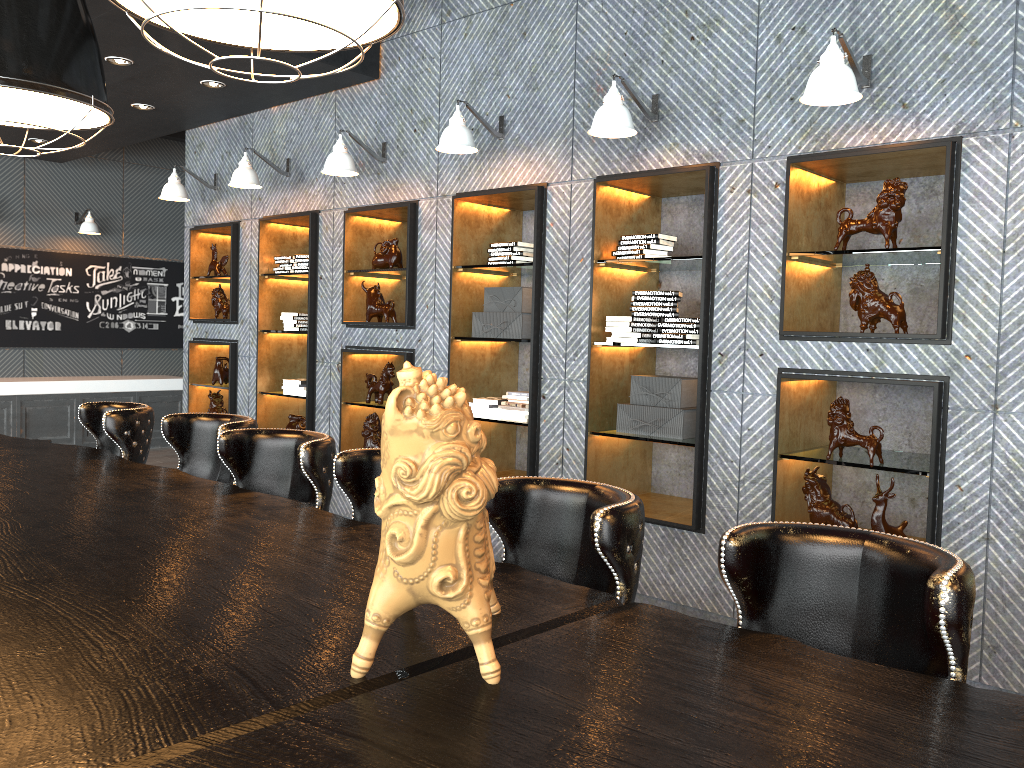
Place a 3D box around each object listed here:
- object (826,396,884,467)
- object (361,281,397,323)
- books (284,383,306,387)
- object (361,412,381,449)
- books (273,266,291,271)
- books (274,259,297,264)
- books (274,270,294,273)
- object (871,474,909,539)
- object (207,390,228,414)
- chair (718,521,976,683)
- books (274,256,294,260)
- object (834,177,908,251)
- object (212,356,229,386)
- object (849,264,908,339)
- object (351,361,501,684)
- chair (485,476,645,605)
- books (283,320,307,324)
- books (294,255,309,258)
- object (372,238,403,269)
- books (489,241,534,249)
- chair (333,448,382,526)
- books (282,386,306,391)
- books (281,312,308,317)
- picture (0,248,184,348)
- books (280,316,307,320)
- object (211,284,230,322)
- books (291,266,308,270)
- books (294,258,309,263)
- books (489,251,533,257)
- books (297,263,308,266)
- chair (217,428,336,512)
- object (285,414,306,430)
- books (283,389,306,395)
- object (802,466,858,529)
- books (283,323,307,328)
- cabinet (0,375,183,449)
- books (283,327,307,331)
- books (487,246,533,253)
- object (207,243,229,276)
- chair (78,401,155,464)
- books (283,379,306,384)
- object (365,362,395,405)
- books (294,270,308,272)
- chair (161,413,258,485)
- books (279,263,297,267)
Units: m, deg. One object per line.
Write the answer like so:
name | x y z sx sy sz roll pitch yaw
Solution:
object | 1.526 0.207 3.949 0.135 0.294 0.257 -1 4 -40
object | -0.918 -0.565 6.185 0.154 0.309 0.324 -1 4 -43
books | -1.657 0.006 7.014 0.175 0.024 0.243 4 4 33
object | -0.928 0.397 6.198 0.177 0.387 0.338 -1 4 -40
books | -1.766 -0.912 7.064 0.193 0.028 0.245 -1 4 -36
books | -1.742 -0.967 7.055 0.193 0.028 0.245 -1 5 -43
books | -1.745 -0.883 7.059 0.193 0.028 0.245 -1 5 -44
object | 1.679 0.583 3.937 0.198 0.358 0.116 1 3 -18
object | -2.531 0.238 7.696 0.269 0.362 0.170 4 4 35
chair | 0.589 0.865 1.747 0.504 1.092 0.568 4 4 44
books | -1.740 -0.995 7.053 0.245 0.028 0.193 4 4 39
object | 1.595 -0.752 3.945 0.292 0.325 0.152 4 4 40
object | -2.503 -0.117 7.728 0.126 0.249 0.253 3 3 17
object | 1.622 -0.365 3.922 0.159 0.337 0.242 -1 4 -43
object | -0.121 0.226 1.625 0.249 0.545 0.475 2 3 5
chair | 0.040 0.818 2.273 0.568 1.092 0.504 -1 4 -40
books | -1.639 -0.485 6.946 0.193 0.028 0.245 5 4 42
books | -1.526 -0.978 6.862 0.245 0.028 0.193 3 3 14
object | -0.869 -0.899 6.153 0.278 0.222 0.138 4 4 42
books | 0.015 -0.852 5.474 0.193 0.028 0.245 -2 5 -45
chair | -0.420 0.776 2.776 0.504 1.092 0.568 4 4 37
books | -1.672 0.030 6.997 0.227 0.024 0.166 3 4 28
books | -1.652 -0.542 6.957 0.193 0.028 0.245 4 4 35
picture | -5.858 -0.963 9.807 0.200 1.102 12.467 4 4 42
books | -1.660 -0.514 6.950 0.245 0.028 0.193 -2 5 -45
object | -2.479 -0.695 7.626 0.155 0.329 0.236 -1 4 -43
books | -1.552 -0.894 6.863 0.245 0.028 0.193 4 4 29
books | -1.528 -0.950 6.863 0.245 0.028 0.193 3 4 22
books | 0.016 -0.796 5.474 0.245 0.028 0.193 4 4 33
books | -1.517 -0.924 6.903 0.245 0.028 0.193 3 4 24
chair | -0.941 0.733 3.249 0.504 1.092 0.568 3 3 33
object | -1.648 0.360 7.040 0.314 0.251 0.157 0 3 -32
books | -1.656 0.060 6.995 0.243 0.034 0.179 2 3 11
object | 1.466 0.572 4.087 0.266 0.359 0.168 4 4 35
books | -1.624 -0.454 6.905 0.245 0.028 0.193 -1 4 -39
cabinet | -4.985 0.584 6.192 6.314 0.826 8.421 5 4 42
books | -1.633 -0.428 6.956 0.193 0.028 0.245 4 4 38
books | -0.002 -0.827 5.517 0.193 0.028 0.245 -1 4 -42
object | -2.509 -1.066 7.597 0.290 0.290 0.097 4 4 41
chair | -2.005 0.647 4.201 0.568 1.092 0.504 -1 4 -39
books | -1.664 -0.020 6.995 0.179 0.029 0.225 3 4 25
object | -0.939 -0.011 6.244 0.317 0.306 0.143 4 4 37
books | -1.530 -0.865 6.867 0.245 0.028 0.193 3 4 21
chair | -1.385 0.689 3.779 0.504 1.092 0.568 4 4 39
books | -1.716 -0.940 7.086 0.193 0.028 0.245 -1 4 -41
